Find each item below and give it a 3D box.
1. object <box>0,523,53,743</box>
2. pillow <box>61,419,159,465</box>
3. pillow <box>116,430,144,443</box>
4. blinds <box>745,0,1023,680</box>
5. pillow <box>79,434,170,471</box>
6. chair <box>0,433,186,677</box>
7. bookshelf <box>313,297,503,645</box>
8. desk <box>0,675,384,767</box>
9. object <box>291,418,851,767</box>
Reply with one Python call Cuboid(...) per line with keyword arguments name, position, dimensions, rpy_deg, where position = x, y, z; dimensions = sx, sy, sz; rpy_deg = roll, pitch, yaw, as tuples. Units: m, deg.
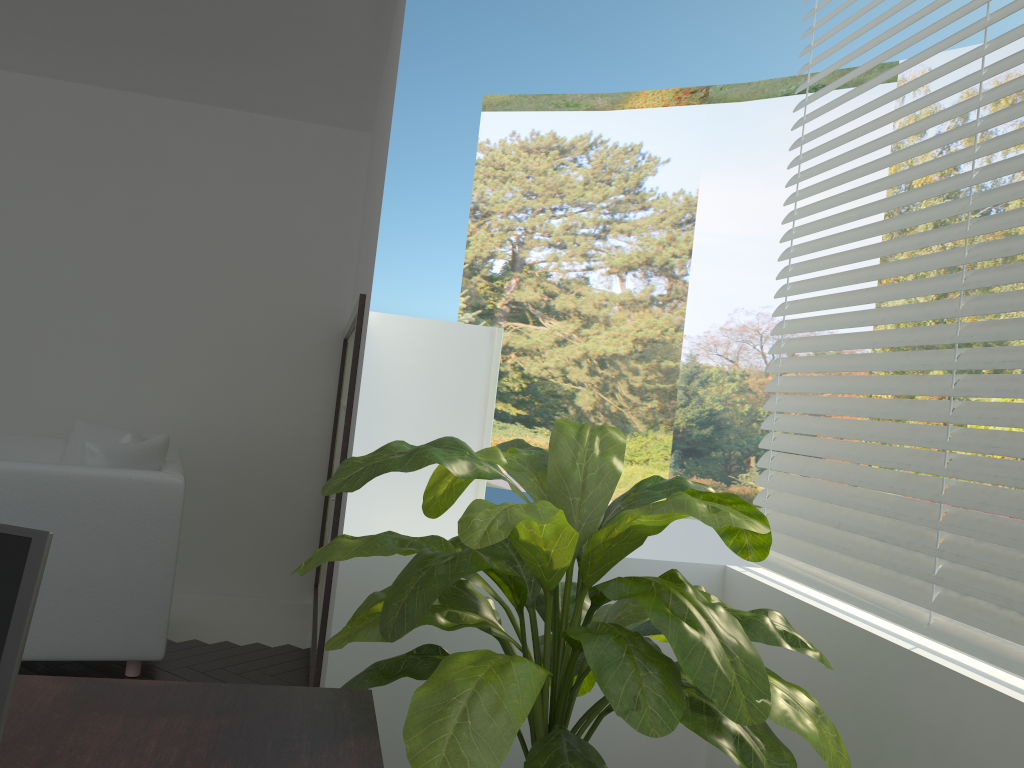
Cuboid(name="object", position=(-0.847, 0.313, 1.067), dimensions=(0.380, 0.288, 0.319), rpy_deg=(6, -2, 13))
Cuboid(name="pillow", position=(-1.881, 0.439, 4.138), dimensions=(0.497, 0.504, 0.235), rpy_deg=(6, -2, 9))
Cuboid(name="pillow", position=(-1.737, 0.424, 3.855), dimensions=(0.255, 0.467, 0.532), rpy_deg=(7, -2, -21))
Cuboid(name="blinds", position=(1.348, -1.556, 0.894), dimensions=(1.220, 4.268, 3.915), rpy_deg=(6, -2, 7))
Cuboid(name="pillow", position=(-1.600, 0.433, 3.576), dimensions=(0.257, 0.474, 0.464), rpy_deg=(6, -2, 16))
Cuboid(name="chair", position=(-1.935, 0.680, 3.754), dimensions=(0.943, 0.817, 1.156), rpy_deg=(7, -2, -21))
Cuboid(name="bookshelf", position=(-0.571, 0.467, 4.026), dimensions=(0.501, 1.497, 2.100), rpy_deg=(7, -1, -12))
Cuboid(name="desk", position=(-1.064, 0.783, 0.882), dimensions=(1.812, 0.698, 0.975), rpy_deg=(7, -1, -12))
Cuboid(name="object", position=(0.096, 0.679, 1.867), dimensions=(1.025, 1.199, 1.121), rpy_deg=(8, -2, -33))
